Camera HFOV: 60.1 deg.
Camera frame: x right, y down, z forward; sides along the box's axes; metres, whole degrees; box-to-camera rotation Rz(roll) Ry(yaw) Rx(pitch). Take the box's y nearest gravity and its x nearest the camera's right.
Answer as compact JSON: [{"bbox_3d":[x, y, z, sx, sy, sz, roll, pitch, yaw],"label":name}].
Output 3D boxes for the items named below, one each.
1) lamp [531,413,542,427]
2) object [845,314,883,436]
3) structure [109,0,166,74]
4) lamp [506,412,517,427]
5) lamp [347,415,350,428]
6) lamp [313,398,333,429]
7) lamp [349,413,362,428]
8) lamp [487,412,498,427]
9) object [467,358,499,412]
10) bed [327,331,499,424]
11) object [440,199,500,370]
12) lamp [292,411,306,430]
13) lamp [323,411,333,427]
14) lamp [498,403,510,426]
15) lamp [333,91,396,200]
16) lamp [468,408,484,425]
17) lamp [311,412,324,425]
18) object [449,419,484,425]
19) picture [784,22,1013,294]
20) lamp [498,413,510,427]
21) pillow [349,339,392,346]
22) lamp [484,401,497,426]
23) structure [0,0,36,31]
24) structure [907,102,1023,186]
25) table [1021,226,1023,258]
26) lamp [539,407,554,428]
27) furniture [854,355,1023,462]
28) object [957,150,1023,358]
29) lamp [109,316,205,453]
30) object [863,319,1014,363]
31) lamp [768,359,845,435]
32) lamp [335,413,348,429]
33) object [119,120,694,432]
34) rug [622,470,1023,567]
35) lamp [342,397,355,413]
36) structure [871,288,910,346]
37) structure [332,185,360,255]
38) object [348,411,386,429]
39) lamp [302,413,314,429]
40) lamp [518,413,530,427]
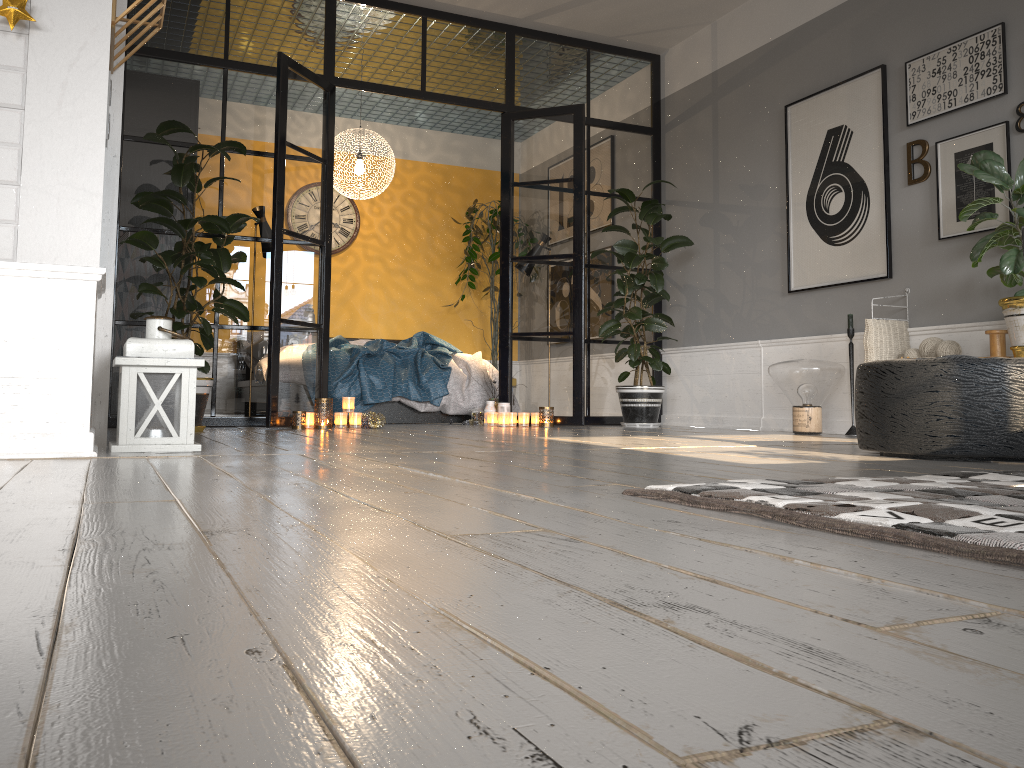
[{"bbox_3d":[0.171,0.250,6.183,0.080,0.099,0.080,0,-3,16],"label":"lamp"},{"bbox_3d":[1.992,-0.060,4.976,0.091,0.705,0.278,4,-5,-32],"label":"object"},{"bbox_3d":[-1.344,-1.561,3.201,0.185,0.779,0.493,3,-4,-25],"label":"structure"},{"bbox_3d":[-0.004,0.249,6.180,0.080,0.099,0.080,0,-3,16],"label":"lamp"},{"bbox_3d":[-1.061,0.242,5.673,0.069,0.081,0.068,1,-3,-17],"label":"lamp"},{"bbox_3d":[-1.162,0.182,5.450,0.114,0.188,0.114,2,-4,-26],"label":"lamp"},{"bbox_3d":[-0.988,0.231,5.589,0.080,0.099,0.080,0,-3,16],"label":"lamp"},{"bbox_3d":[-0.137,0.248,6.214,0.080,0.099,0.080,-1,-4,30],"label":"lamp"},{"bbox_3d":[-0.097,0.047,6.632,0.437,0.525,0.277,0,-4,16],"label":"object"},{"bbox_3d":[-1.215,-0.078,7.502,1.896,0.774,2.316,1,-2,-24],"label":"bed"},{"bbox_3d":[-0.138,-0.768,8.875,1.341,2.216,1.246,3,-5,-38],"label":"object"},{"bbox_3d":[-1.293,0.220,5.370,0.084,0.111,0.084,-3,-5,41],"label":"lamp"},{"bbox_3d":[-1.201,0.228,5.753,0.080,0.107,0.080,2,-4,-25],"label":"lamp"},{"bbox_3d":[-0.056,0.217,6.277,0.092,0.167,0.089,-2,-5,32],"label":"lamp"},{"bbox_3d":[-1.318,-2.146,7.690,0.616,1.102,0.613,-1,-4,16],"label":"lamp"},{"bbox_3d":[-0.256,0.241,6.551,0.096,0.132,0.108,-2,-4,36],"label":"lamp"},{"bbox_3d":[-1.218,0.228,5.537,0.080,0.099,0.080,0,-3,16],"label":"lamp"},{"bbox_3d":[-0.340,0.281,6.506,0.326,0.054,0.087,0,-2,29],"label":"object"},{"bbox_3d":[0.065,-1.356,4.727,4.035,1.803,7.272,1,-1,-25],"label":"picture"},{"bbox_3d":[-0.057,0.247,6.107,0.080,0.099,0.080,0,-3,16],"label":"lamp"},{"bbox_3d":[-1.273,-0.296,7.968,0.484,0.228,0.591,0,-2,24],"label":"pillow"},{"bbox_3d":[-0.156,0.212,6.342,0.092,0.181,0.091,1,-4,-4],"label":"lamp"},{"bbox_3d":[-1.529,-1.300,2.733,0.133,0.450,0.078,4,-6,-37],"label":"structure"},{"bbox_3d":[2.353,-1.234,4.574,0.024,0.264,0.737,3,-2,-25],"label":"structure"},{"bbox_3d":[1.604,-0.025,1.328,1.454,0.513,0.730,1,-2,-25],"label":"table"},{"bbox_3d":[0.238,0.229,6.109,0.107,0.141,0.107,-1,-4,29],"label":"lamp"},{"bbox_3d":[1.632,0.082,3.197,0.734,0.358,0.734,2,-2,-38],"label":"furniture"},{"bbox_3d":[2.331,-0.594,3.989,0.544,0.969,0.509,4,-5,-39],"label":"object"},{"bbox_3d":[-1.270,-0.005,3.165,0.286,0.480,0.286,2,-4,-26],"label":"lamp"},{"bbox_3d":[2.171,-0.200,4.451,0.328,0.308,0.782,2,-2,-24],"label":"object"},{"bbox_3d":[1.730,0.075,5.193,0.432,0.440,0.430,1,-3,-3],"label":"lamp"},{"bbox_3d":[-1.074,0.230,5.558,0.080,0.099,0.080,0,-3,16],"label":"lamp"},{"bbox_3d":[-0.444,-0.611,5.756,3.892,1.804,1.007,1,-4,-25],"label":"object"},{"bbox_3d":[1.741,0.220,1.544,2.524,0.034,1.765,1,-1,-25],"label":"rug"},{"bbox_3d":[-1.030,0.131,5.580,0.080,0.099,0.080,0,-3,16],"label":"lamp"},{"bbox_3d":[2.617,-0.305,3.554,0.307,0.488,2.768,2,-2,-25],"label":"structure"},{"bbox_3d":[-1.834,-1.609,8.620,0.726,0.728,0.070,2,-5,-24],"label":"structure"},{"bbox_3d":[-1.006,0.233,5.801,0.192,0.118,0.715,2,-2,-36],"label":"object"},{"bbox_3d":[-1.258,0.226,5.455,0.080,0.099,0.080,0,-3,16],"label":"lamp"},{"bbox_3d":[0.082,0.249,6.165,0.080,0.099,0.080,0,-3,16],"label":"lamp"}]
